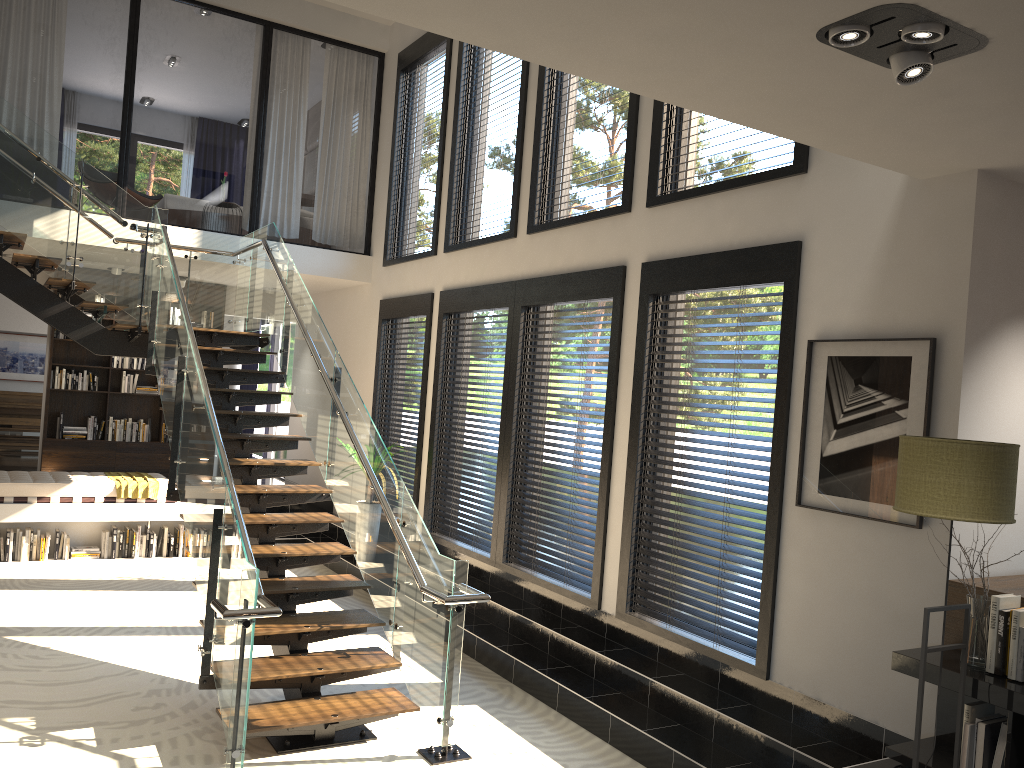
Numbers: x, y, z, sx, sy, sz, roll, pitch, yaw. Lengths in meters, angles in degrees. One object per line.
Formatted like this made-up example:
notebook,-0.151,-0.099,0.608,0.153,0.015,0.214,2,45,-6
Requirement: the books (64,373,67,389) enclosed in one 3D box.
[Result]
books,-5.693,-0.037,11.297,0.022,0.207,0.130,4,0,-31

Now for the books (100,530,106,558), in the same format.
books,-4.179,1.634,9.054,0.026,0.263,0.156,4,0,-31

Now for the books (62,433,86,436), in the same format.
books,-5.628,0.644,11.396,0.271,0.025,0.156,5,-1,-30

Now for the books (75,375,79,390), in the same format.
books,-5.584,-0.021,11.366,0.033,0.193,0.172,4,0,-31

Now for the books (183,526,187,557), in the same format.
books,-3.490,1.669,9.432,0.021,0.302,0.167,4,0,-31

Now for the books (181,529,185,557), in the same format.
books,-3.508,1.678,9.418,0.023,0.283,0.175,4,0,-31

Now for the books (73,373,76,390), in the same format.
books,-5.610,-0.035,11.357,0.021,0.216,0.170,4,0,-31

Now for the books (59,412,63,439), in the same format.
books,-5.739,0.527,11.275,0.028,0.340,0.203,4,0,-31

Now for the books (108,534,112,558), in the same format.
books,-4.127,1.657,9.073,0.027,0.226,0.165,4,0,-31

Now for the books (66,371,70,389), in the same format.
books,-5.671,-0.045,11.310,0.028,0.227,0.136,4,0,-31

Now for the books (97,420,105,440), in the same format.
books,-5.353,0.601,11.544,0.075,0.254,0.181,4,0,-31

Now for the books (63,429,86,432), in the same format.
books,-5.624,0.588,11.396,0.271,0.025,0.156,5,-1,-30

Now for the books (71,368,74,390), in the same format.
books,-5.623,-0.064,11.333,0.029,0.272,0.152,4,0,-31

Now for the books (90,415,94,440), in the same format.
books,-5.447,0.565,11.486,0.031,0.310,0.169,4,0,-31

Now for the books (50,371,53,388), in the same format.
books,-5.839,-0.058,11.230,0.025,0.227,0.156,4,0,-31

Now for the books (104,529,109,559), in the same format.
books,-4.141,1.632,9.045,0.030,0.273,0.168,4,0,-31

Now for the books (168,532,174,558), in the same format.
books,-3.605,1.697,9.349,0.032,0.229,0.228,4,0,-31

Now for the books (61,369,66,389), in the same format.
books,-5.707,-0.064,11.273,0.029,0.258,0.181,4,0,-31

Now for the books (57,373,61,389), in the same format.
books,-5.752,-0.038,11.245,0.028,0.199,0.175,4,0,-31

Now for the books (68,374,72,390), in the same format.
books,-5.646,-0.028,11.316,0.024,0.197,0.172,4,0,-31

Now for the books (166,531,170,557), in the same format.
books,-3.646,1.680,9.360,0.030,0.256,0.160,4,0,-31

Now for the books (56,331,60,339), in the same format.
books,-5.745,-0.660,11.221,0.037,0.177,0.109,4,0,-31

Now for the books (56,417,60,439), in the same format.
books,-5.788,0.558,11.300,0.025,0.270,0.156,4,0,-31

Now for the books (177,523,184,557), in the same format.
books,-3.523,1.651,9.397,0.028,0.334,0.205,4,0,-31

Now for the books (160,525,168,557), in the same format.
books,-3.662,1.651,9.334,0.027,0.312,0.189,4,0,-31

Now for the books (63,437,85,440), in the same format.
books,-5.634,0.693,11.399,0.247,0.026,0.148,5,-1,-32

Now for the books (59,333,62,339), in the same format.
books,-5.722,-0.684,11.250,0.030,0.230,0.103,4,0,-31

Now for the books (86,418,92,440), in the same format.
books,-5.466,0.577,11.455,0.031,0.284,0.177,4,0,-31

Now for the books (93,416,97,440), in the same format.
books,-5.416,0.572,11.500,0.036,0.302,0.186,4,0,-31

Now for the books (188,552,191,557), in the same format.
books,-3.438,1.700,9.434,0.025,0.249,0.208,4,0,-31

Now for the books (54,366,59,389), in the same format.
books,-5.775,-0.081,11.233,0.028,0.282,0.168,4,0,-31

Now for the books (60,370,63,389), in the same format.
books,-5.739,-0.060,11.275,0.023,0.245,0.159,4,0,-31

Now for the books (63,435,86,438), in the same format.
books,-5.624,0.669,11.385,0.258,0.024,0.167,5,-1,-30

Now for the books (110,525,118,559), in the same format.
books,-4.079,1.615,9.066,0.043,0.316,0.209,4,0,-31

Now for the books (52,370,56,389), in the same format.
books,-5.818,-0.062,11.247,0.028,0.237,0.134,4,0,-31

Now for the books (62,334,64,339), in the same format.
books,-5.698,-0.671,11.258,0.021,0.207,0.102,4,0,-31

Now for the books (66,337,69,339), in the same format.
books,-5.646,-0.647,11.275,0.030,0.168,0.125,4,0,-31

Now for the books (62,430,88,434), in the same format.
books,-5.619,0.617,11.384,0.287,0.030,0.176,5,-1,-33

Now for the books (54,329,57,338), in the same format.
books,-5.777,-0.680,11.212,0.031,0.212,0.127,4,0,-31

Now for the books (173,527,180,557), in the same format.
books,-3.565,1.673,9.411,0.027,0.284,0.177,4,0,-31

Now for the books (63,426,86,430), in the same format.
books,-5.617,0.564,11.387,0.257,0.024,0.167,5,-1,-31

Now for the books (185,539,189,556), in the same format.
books,-3.469,1.680,9.442,0.025,0.285,0.164,4,0,-31

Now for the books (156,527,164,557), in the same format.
books,-3.710,1.656,9.322,0.066,0.294,0.142,4,0,-31

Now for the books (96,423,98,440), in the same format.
books,-5.405,0.618,11.533,0.023,0.212,0.123,4,0,-31

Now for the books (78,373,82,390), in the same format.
books,-5.550,-0.033,11.371,0.030,0.222,0.189,4,0,-31

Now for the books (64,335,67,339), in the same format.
books,-5.675,-0.693,11.271,0.029,0.254,0.128,4,0,-31
